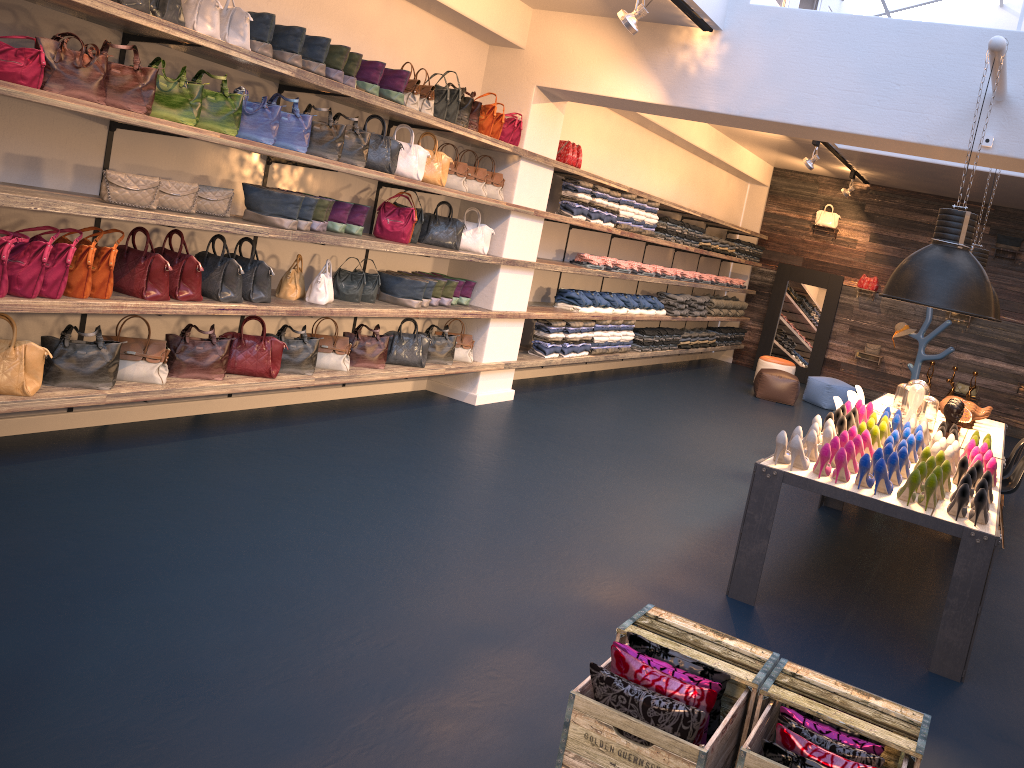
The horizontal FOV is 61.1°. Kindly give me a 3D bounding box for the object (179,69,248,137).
[{"bbox_3d":[-1.692,-1.587,4.877,0.401,0.335,0.205,8,8,-27],"label":"object"}]

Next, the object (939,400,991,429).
[{"bbox_3d":[4.087,0.287,7.831,0.435,0.201,0.227,13,8,4],"label":"object"}]

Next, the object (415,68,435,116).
[{"bbox_3d":[-0.693,-2.156,6.374,0.329,0.332,0.178,18,9,36],"label":"object"}]

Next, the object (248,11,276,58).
[{"bbox_3d":[-1.490,-2.017,4.995,0.198,0.242,0.314,5,11,-43],"label":"object"}]

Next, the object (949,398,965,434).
[{"bbox_3d":[3.757,0.262,7.373,0.146,0.283,0.164,15,7,26],"label":"object"}]

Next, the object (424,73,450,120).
[{"bbox_3d":[-0.598,-2.170,6.534,0.280,0.349,0.143,15,7,21],"label":"object"}]

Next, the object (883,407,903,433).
[{"bbox_3d":[2.902,0.268,6.622,0.190,0.193,0.259,16,10,27],"label":"object"}]

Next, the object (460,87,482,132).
[{"bbox_3d":[-0.392,-2.226,7.039,0.352,0.335,0.233,17,9,32],"label":"object"}]

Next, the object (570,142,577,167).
[{"bbox_3d":[0.471,-2.244,8.406,0.300,0.242,0.152,16,8,26],"label":"object"}]

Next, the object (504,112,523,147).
[{"bbox_3d":[-0.041,-2.218,7.519,0.256,0.308,0.213,10,7,-12],"label":"object"}]

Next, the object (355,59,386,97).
[{"bbox_3d":[-1.046,-2.081,5.865,0.398,0.233,0.188,16,8,20],"label":"object"}]

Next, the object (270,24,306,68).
[{"bbox_3d":[-1.388,-2.023,5.171,0.393,0.229,0.190,17,9,27],"label":"object"}]

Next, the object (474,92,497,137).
[{"bbox_3d":[-0.263,-2.234,7.150,0.263,0.381,0.220,10,7,-15],"label":"object"}]

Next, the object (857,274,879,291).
[{"bbox_3d":[5.920,-1.685,14.411,0.316,0.251,0.148,19,9,37],"label":"object"}]

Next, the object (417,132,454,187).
[{"bbox_3d":[-0.655,-1.736,6.658,0.454,0.382,0.182,8,7,-28],"label":"object"}]

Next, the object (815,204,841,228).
[{"bbox_3d":[5.336,-2.837,14.647,0.414,0.382,0.200,14,7,11],"label":"object"}]

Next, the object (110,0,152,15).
[{"bbox_3d":[-1.930,-2.038,4.271,0.407,0.382,0.203,15,7,18],"label":"object"}]

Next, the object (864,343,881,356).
[{"bbox_3d":[5.971,-0.580,14.378,0.269,0.174,0.105,12,7,1],"label":"object"}]

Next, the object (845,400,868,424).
[{"bbox_3d":[2.558,0.226,6.451,0.193,0.193,0.262,18,11,37],"label":"object"}]

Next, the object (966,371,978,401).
[{"bbox_3d":[4.584,0.098,8.658,0.139,0.464,0.141,12,6,2],"label":"object"}]

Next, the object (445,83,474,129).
[{"bbox_3d":[-0.476,-2.207,6.853,0.308,0.335,0.273,9,8,-22],"label":"object"}]

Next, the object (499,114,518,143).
[{"bbox_3d":[-0.089,-2.190,7.420,0.316,0.281,0.247,8,9,-27],"label":"object"}]

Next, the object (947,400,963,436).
[{"bbox_3d":[3.622,0.277,7.141,0.146,0.283,0.164,15,7,26],"label":"object"}]

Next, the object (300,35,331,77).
[{"bbox_3d":[-1.296,-2.034,5.331,0.400,0.229,0.187,15,8,17],"label":"object"}]

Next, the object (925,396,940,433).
[{"bbox_3d":[3.365,0.236,7.054,0.169,0.287,0.181,13,7,15],"label":"object"}]

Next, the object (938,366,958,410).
[{"bbox_3d":[4.394,0.041,8.739,0.147,0.464,0.133,9,6,-21],"label":"object"}]

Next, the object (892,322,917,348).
[{"bbox_3d":[6.087,-0.731,13.483,0.318,0.437,0.378,15,8,23],"label":"object"}]

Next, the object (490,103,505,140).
[{"bbox_3d":[-0.197,-2.217,7.275,0.263,0.327,0.220,10,7,-15],"label":"object"}]

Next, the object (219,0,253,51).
[{"bbox_3d":[-1.609,-2.051,4.842,0.406,0.328,0.204,15,7,20],"label":"object"}]

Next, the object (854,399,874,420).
[{"bbox_3d":[2.712,0.212,6.697,0.192,0.193,0.256,15,9,21],"label":"object"}]

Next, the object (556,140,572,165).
[{"bbox_3d":[0.419,-2.238,8.316,0.302,0.242,0.151,16,8,23],"label":"object"}]

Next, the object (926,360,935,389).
[{"bbox_3d":[4.219,-0.013,8.818,0.130,0.464,0.150,16,7,38],"label":"object"}]

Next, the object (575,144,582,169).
[{"bbox_3d":[0.529,-2.250,8.501,0.305,0.242,0.150,15,7,18],"label":"object"}]

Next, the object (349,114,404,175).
[{"bbox_3d":[-0.971,-1.697,6.106,0.454,0.382,0.182,8,7,-28],"label":"object"}]

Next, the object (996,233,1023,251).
[{"bbox_3d":[7.766,-2.210,13.575,0.400,0.229,0.187,15,8,17],"label":"object"}]

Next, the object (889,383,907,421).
[{"bbox_3d":[3.258,0.159,7.204,0.201,0.332,0.172,5,9,-45],"label":"object"}]

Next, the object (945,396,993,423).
[{"bbox_3d":[4.368,0.254,8.313,0.428,0.201,0.230,14,9,10],"label":"object"}]

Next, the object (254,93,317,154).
[{"bbox_3d":[-1.408,-1.621,5.367,0.401,0.335,0.205,8,8,-27],"label":"object"}]

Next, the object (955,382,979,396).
[{"bbox_3d":[7.233,0.086,13.793,0.364,0.172,0.233,12,9,1],"label":"object"}]

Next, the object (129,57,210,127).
[{"bbox_3d":[-1.834,-1.561,4.626,0.401,0.319,0.187,8,8,-26],"label":"object"}]

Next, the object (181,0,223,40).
[{"bbox_3d":[-1.718,-2.038,4.653,0.408,0.328,0.203,15,7,18],"label":"object"}]

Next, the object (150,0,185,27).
[{"bbox_3d":[-1.841,-2.054,4.459,0.402,0.382,0.205,16,8,25],"label":"object"}]

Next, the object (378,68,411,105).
[{"bbox_3d":[-0.888,-2.078,6.028,0.393,0.233,0.190,17,9,27],"label":"object"}]

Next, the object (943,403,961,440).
[{"bbox_3d":[3.484,0.294,6.902,0.146,0.283,0.164,15,7,26],"label":"object"}]

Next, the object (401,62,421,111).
[{"bbox_3d":[-0.782,-2.146,6.220,0.329,0.332,0.178,18,9,36],"label":"object"}]

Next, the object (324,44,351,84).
[{"bbox_3d":[-1.217,-2.050,5.514,0.398,0.233,0.188,16,8,20],"label":"object"}]

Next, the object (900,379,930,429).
[{"bbox_3d":[3.203,0.164,6.917,0.195,0.408,0.210,13,7,15],"label":"object"}]

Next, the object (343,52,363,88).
[{"bbox_3d":[-1.166,-2.078,5.714,0.395,0.233,0.189,16,9,24],"label":"object"}]

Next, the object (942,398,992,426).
[{"bbox_3d":[4.221,0.271,8.063,0.435,0.201,0.227,13,8,4],"label":"object"}]

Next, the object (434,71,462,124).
[{"bbox_3d":[-0.518,-2.206,6.661,0.280,0.407,0.143,14,6,21],"label":"object"}]
